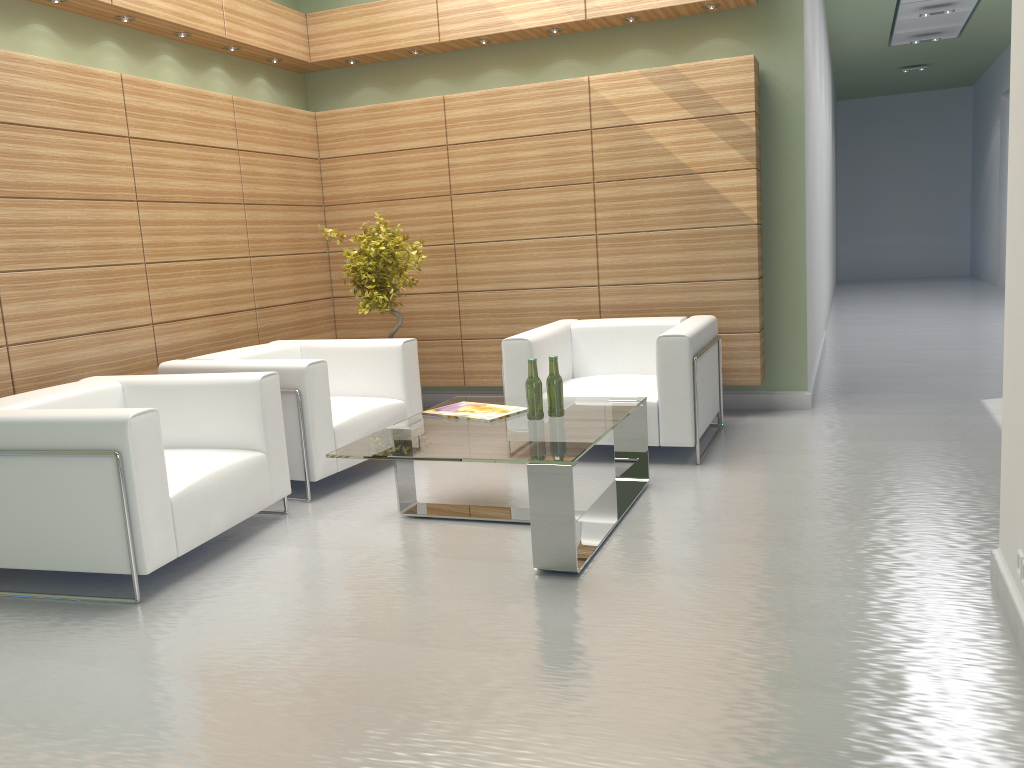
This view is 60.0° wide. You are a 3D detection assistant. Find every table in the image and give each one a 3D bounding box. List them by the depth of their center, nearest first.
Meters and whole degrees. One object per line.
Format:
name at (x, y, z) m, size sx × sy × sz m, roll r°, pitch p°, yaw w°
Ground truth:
table at (-0.052, 0.663, 6.877) m, size 1.783 × 0.742 × 2.197 m, roll 0°, pitch 10°, yaw 21°

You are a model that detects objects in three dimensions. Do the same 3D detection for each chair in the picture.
chair at (-2.928, 0.658, 6.674) m, size 1.802 × 1.234 × 1.894 m, roll -1°, pitch 9°, yaw 16°
chair at (-2.093, 0.264, 8.808) m, size 1.769 × 1.234 × 1.894 m, roll 1°, pitch 10°, yaw 26°
chair at (1.081, 0.011, 9.112) m, size 1.894 × 1.234 × 1.802 m, roll 0°, pitch 10°, yaw 21°

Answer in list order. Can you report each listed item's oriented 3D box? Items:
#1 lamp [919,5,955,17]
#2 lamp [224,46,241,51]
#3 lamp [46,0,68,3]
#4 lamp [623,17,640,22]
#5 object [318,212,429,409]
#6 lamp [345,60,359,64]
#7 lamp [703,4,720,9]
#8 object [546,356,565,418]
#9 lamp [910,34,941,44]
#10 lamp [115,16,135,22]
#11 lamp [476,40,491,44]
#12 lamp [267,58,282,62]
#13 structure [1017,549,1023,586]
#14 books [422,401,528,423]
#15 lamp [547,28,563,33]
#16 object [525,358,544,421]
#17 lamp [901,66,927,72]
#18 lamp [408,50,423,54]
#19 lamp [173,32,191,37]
lamp at (8.797, -7.741, 18.354) m, size 0.657 × 0.159 × 0.286 m, roll 0°, pitch 10°, yaw 21°
lamp at (-3.192, -3.850, 10.111) m, size 0.181 × 0.074 × 0.181 m, roll -5°, pitch 9°, yaw -7°
lamp at (-4.049, -3.438, 7.872) m, size 0.181 × 0.074 × 0.181 m, roll -5°, pitch 9°, yaw -7°
lamp at (1.336, -4.113, 9.931) m, size 0.181 × 0.074 × 0.181 m, roll -7°, pitch 9°, yaw -18°
object at (-1.520, -0.677, 10.191) m, size 1.201 × 2.565 × 1.116 m, roll -5°, pitch 9°, yaw -10°
lamp at (-2.028, -4.102, 11.222) m, size 0.181 × 0.074 × 0.181 m, roll -1°, pitch 9°, yaw 15°
lamp at (2.162, -4.116, 9.614) m, size 0.181 × 0.074 × 0.181 m, roll -1°, pitch 9°, yaw 15°
object at (0.332, 0.018, 6.884) m, size 0.131 × 0.475 × 0.131 m, roll -6°, pitch 9°, yaw -14°
lamp at (9.871, -8.257, 21.159) m, size 0.657 × 0.159 × 0.286 m, roll 0°, pitch 10°, yaw 21°
lamp at (-3.762, -3.576, 8.621) m, size 0.181 × 0.074 × 0.181 m, roll -3°, pitch 9°, yaw 4°
lamp at (-0.340, -4.108, 10.574) m, size 0.181 × 0.074 × 0.181 m, roll -7°, pitch 9°, yaw -18°
lamp at (-2.907, -3.987, 10.855) m, size 0.181 × 0.074 × 0.181 m, roll -3°, pitch 9°, yaw 4°
structure at (2.523, 0.914, 4.377) m, size 0.017 × 0.118 × 0.262 m, roll 0°, pitch 10°, yaw 21°
books at (-0.295, 0.225, 7.271) m, size 0.762 × 0.025 × 0.508 m, roll 4°, pitch 12°, yaw 41°
lamp at (0.492, -4.110, 10.255) m, size 0.181 × 0.074 × 0.181 m, roll -1°, pitch 9°, yaw 15°
object at (0.169, 0.039, 6.818) m, size 0.131 × 0.475 × 0.131 m, roll -6°, pitch 9°, yaw -14°
lamp at (11.444, -9.013, 25.267) m, size 0.657 × 0.159 × 0.286 m, roll 0°, pitch 10°, yaw 21°
lamp at (-1.189, -4.105, 10.900) m, size 0.181 × 0.074 × 0.181 m, roll -1°, pitch 9°, yaw 15°
lamp at (-3.481, -3.711, 9.356) m, size 0.181 × 0.074 × 0.181 m, roll -3°, pitch 9°, yaw 4°
